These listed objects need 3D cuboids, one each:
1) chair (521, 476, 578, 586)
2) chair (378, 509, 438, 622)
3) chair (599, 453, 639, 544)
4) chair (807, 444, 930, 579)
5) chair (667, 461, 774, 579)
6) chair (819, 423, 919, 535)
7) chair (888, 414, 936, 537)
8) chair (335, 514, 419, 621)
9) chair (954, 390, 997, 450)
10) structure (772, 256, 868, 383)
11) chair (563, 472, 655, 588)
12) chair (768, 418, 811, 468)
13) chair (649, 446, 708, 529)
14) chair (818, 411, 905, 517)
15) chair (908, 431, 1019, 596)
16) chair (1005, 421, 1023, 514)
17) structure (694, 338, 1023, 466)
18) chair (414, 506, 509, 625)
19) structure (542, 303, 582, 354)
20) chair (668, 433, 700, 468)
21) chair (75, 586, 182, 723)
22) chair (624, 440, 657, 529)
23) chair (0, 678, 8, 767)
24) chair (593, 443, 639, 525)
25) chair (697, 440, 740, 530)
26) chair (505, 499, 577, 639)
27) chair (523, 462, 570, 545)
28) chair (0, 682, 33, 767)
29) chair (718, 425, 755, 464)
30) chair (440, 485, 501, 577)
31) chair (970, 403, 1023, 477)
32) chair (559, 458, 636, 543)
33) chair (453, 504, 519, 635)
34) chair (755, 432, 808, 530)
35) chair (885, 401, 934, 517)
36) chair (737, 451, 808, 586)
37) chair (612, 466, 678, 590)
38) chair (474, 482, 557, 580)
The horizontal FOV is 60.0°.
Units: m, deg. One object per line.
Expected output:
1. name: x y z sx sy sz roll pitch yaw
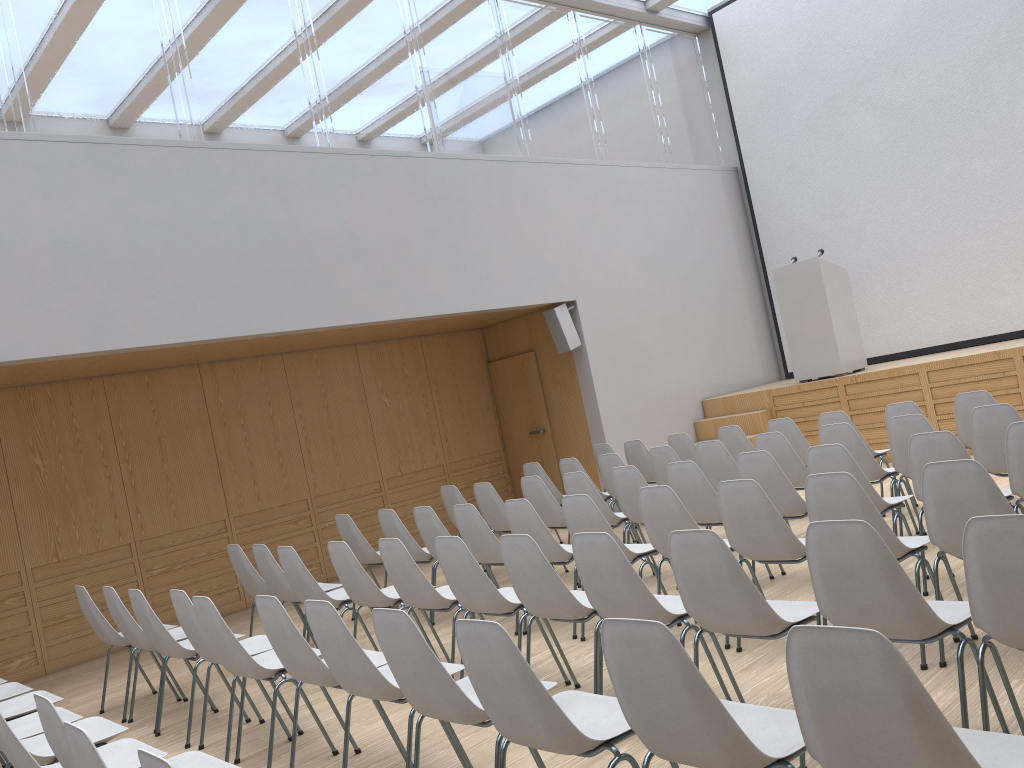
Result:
1. chair: 0.408 1.114 7.077 0.505 0.876 0.479 -11 -2 -42
2. chair: -0.679 1.333 6.799 0.505 0.876 0.479 -11 -2 -42
3. chair: 1.084 0.988 7.704 0.505 0.876 0.479 -11 -2 -42
4. chair: 2.024 0.736 5.134 0.505 0.876 0.479 -11 -2 -42
5. chair: 1.348 0.892 5.842 0.505 0.876 0.479 -11 -2 -42
6. chair: 2.474 0.667 6.225 0.505 0.876 0.479 -11 -2 -42
7. chair: 2.785 0.594 5.829 0.505 0.876 0.479 -11 -2 -42
8. chair: -1.078 1.424 7.165 0.505 0.876 0.479 -11 -2 -42
9. chair: 3.547 0.451 6.489 0.505 0.876 0.479 -11 -2 -42
10. structure: 3.609 -0.759 10.400 0.605 1.379 0.606 -11 -1 -42
11. chair: 0.718 1.040 6.652 0.505 0.876 0.479 -11 -2 -42
12. chair: 2.530 0.688 7.662 0.505 0.876 0.479 -11 -2 -42
13. chair: 1.468 0.901 7.356 0.505 0.876 0.479 -11 -2 -42
14. chair: 2.825 0.617 7.254 0.505 0.876 0.479 -11 -2 -42
15. chair: 2.428 0.643 4.734 0.505 0.876 0.479 -11 -2 -42
16. chair: 2.758 0.567 4.402 0.505 0.876 0.479 -11 -2 -42
17. structure: 5.103 0.136 9.285 2.727 1.027 6.554 -11 -2 -42
18. chair: -0.366 1.260 6.416 0.505 0.876 0.479 -11 -2 -42
19. structure: 0.583 -0.632 10.048 0.368 0.542 0.196 -11 -2 -42
20. chair: 1.802 0.855 8.388 0.505 0.876 0.479 -11 -2 -42
21. chair: -2.509 1.691 5.854 0.505 0.876 0.479 -11 -2 -42
22. chair: 1.434 0.939 8.745 0.505 0.876 0.479 -11 -2 -42
23. chair: -3.250 1.829 5.168 0.505 0.876 0.479 -11 -2 -42
24. chair: 1.172 1.003 9.166 0.505 0.876 0.479 -11 -2 -42
25. chair: 1.767 0.829 6.927 0.505 0.876 0.479 -11 -2 -42
26. chair: 0.292 1.106 5.637 0.505 0.876 0.479 -11 -2 -42
27. chair: 0.445 1.139 8.535 0.505 0.876 0.479 -11 -2 -42
28. chair: -2.901 1.749 4.800 0.505 0.876 0.479 -11 -2 -42
29. chair: 2.183 0.767 8.015 0.505 0.876 0.479 -11 -2 -42
30. chair: -0.290 1.276 7.857 0.505 0.876 0.479 -11 -2 -42
31. chair: 3.103 0.519 5.406 0.505 0.876 0.479 -11 -2 -42
32. chair: 0.769 1.063 8.124 0.505 0.876 0.479 -11 -2 -42
33. chair: -0.053 1.186 5.999 0.505 0.876 0.479 -11 -2 -42
34. chair: 2.123 0.748 6.583 0.505 0.876 0.479 -11 -2 -42
35. chair: 3.181 0.534 6.818 0.505 0.876 0.479 -11 -2 -42
36. chair: 1.733 0.806 5.554 0.505 0.876 0.479 -11 -2 -42
37. chair: 1.042 0.966 6.313 0.505 0.876 0.479 -11 -2 -42
38. chair: 0.019 1.202 7.416 0.505 0.876 0.479 -11 -2 -42
